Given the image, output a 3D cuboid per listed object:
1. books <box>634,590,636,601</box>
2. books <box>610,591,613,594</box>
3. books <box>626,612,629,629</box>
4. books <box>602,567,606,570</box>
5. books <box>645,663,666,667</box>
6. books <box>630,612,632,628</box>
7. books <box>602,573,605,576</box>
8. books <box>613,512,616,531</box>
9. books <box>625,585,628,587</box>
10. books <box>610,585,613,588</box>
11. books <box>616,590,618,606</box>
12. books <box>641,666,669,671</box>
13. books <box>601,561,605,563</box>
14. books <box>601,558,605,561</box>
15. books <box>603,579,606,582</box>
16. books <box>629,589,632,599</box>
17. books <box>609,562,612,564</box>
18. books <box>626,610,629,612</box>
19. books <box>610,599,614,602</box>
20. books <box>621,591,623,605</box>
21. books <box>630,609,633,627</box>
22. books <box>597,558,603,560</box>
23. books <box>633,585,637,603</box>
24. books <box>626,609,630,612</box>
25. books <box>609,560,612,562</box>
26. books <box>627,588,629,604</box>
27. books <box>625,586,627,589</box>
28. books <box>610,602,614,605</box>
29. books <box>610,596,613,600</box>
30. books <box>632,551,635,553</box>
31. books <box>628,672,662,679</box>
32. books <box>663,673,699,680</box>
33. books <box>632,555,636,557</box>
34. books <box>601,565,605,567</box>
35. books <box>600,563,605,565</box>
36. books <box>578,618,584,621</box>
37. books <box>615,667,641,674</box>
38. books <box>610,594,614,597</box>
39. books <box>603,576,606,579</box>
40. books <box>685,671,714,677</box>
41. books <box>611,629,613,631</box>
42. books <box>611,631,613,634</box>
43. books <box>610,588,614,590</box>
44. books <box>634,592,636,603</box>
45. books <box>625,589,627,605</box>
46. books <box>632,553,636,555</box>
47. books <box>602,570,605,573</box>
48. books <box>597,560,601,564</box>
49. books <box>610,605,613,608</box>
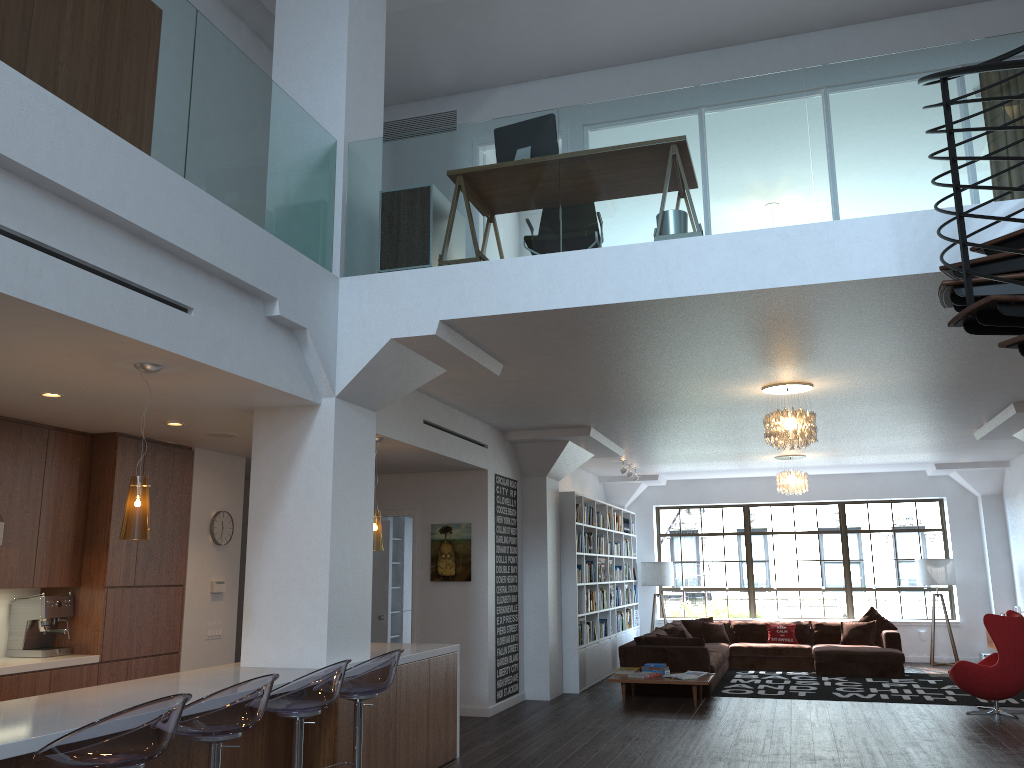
[{"bbox_3d":[1.991,3.572,14.914,0.161,0.213,0.146,-4,-13,17],"label":"books"},{"bbox_3d":[1.370,3.075,13.074,0.223,0.032,0.161,-4,-13,17],"label":"books"},{"bbox_3d":[1.774,3.776,14.162,0.183,0.253,0.037,-4,-13,17],"label":"books"},{"bbox_3d":[1.235,2.647,12.717,0.183,0.042,0.253,-4,-13,17],"label":"books"},{"bbox_3d":[1.669,3.269,10.306,0.224,0.027,0.157,-5,-13,22],"label":"books"},{"bbox_3d":[1.861,3.841,14.449,0.171,0.246,0.057,-4,-13,17],"label":"books"},{"bbox_3d":[1.212,2.731,12.696,0.180,0.042,0.259,-4,-13,17],"label":"books"},{"bbox_3d":[1.526,2.142,13.763,0.176,0.290,0.053,-4,-13,17],"label":"books"},{"bbox_3d":[1.713,3.212,14.132,0.224,0.030,0.161,-7,-13,27],"label":"books"},{"bbox_3d":[1.376,2.989,13.076,0.185,0.041,0.129,-8,-14,31],"label":"books"},{"bbox_3d":[1.500,3.231,13.374,0.174,0.243,0.085,-4,-13,17],"label":"books"},{"bbox_3d":[1.666,3.300,10.303,0.279,0.035,0.191,-7,-13,27],"label":"books"},{"bbox_3d":[1.241,2.562,12.756,0.144,0.024,0.208,-5,-13,22],"label":"books"},{"bbox_3d":[1.246,2.528,12.758,0.129,0.043,0.185,-8,-14,31],"label":"books"},{"bbox_3d":[1.240,2.808,12.678,0.171,0.039,0.246,-4,-13,17],"label":"books"},{"bbox_3d":[1.872,3.489,14.562,0.168,0.228,0.139,-4,-13,17],"label":"books"},{"bbox_3d":[1.344,2.637,13.057,0.223,0.031,0.161,-4,-13,17],"label":"books"},{"bbox_3d":[1.776,3.774,14.224,0.198,0.284,0.066,-4,-13,17],"label":"books"},{"bbox_3d":[1.360,3.195,13.068,0.259,0.040,0.180,-4,-13,17],"label":"books"},{"bbox_3d":[1.641,3.334,13.809,0.161,0.222,0.084,-4,-13,17],"label":"books"},{"bbox_3d":[1.883,3.836,14.532,0.176,0.290,0.053,-4,-13,17],"label":"books"},{"bbox_3d":[1.132,2.440,12.352,0.223,0.027,0.161,-6,-13,26],"label":"books"},{"bbox_3d":[2.022,3.552,15.017,0.176,0.290,0.053,-4,-13,17],"label":"books"},{"bbox_3d":[1.838,3.788,14.322,0.140,0.298,0.044,-4,-13,17],"label":"books"},{"bbox_3d":[1.346,2.609,13.071,0.224,0.030,0.161,-7,-13,27],"label":"books"},{"bbox_3d":[1.805,3.432,14.355,0.183,0.253,0.042,-4,-13,17],"label":"books"},{"bbox_3d":[1.711,3.240,14.118,0.223,0.031,0.161,-4,-13,17],"label":"books"},{"bbox_3d":[1.357,3.227,13.036,0.251,0.037,0.160,-5,-13,22],"label":"books"},{"bbox_3d":[1.369,3.150,13.060,0.231,0.044,0.168,-3,-12,12],"label":"books"},{"bbox_3d":[1.931,2.842,14.997,0.174,0.032,0.254,9,-15,-37],"label":"books"},{"bbox_3d":[1.482,3.261,9.935,0.236,0.035,0.340,-11,-16,41],"label":"books"},{"bbox_3d":[1.863,3.230,9.810,0.231,0.040,0.342,7,-14,-32],"label":"books"},{"bbox_3d":[1.931,2.908,14.988,0.197,0.035,0.284,10,-16,-42],"label":"books"},{"bbox_3d":[1.231,2.614,12.732,0.161,0.033,0.223,-4,-13,17],"label":"books"},{"bbox_3d":[1.223,2.591,12.765,0.223,0.027,0.161,-2,-12,7],"label":"books"},{"bbox_3d":[0.771,2.934,11.048,0.223,0.027,0.161,-6,-13,26],"label":"books"},{"bbox_3d":[1.349,3.340,10.328,0.241,0.045,0.334,-4,-13,18],"label":"books"},{"bbox_3d":[1.362,3.108,13.062,0.253,0.040,0.183,-4,-13,17],"label":"books"},{"bbox_3d":[1.237,2.769,12.685,0.160,0.039,0.251,-5,-13,22],"label":"books"},{"bbox_3d":[2.113,3.287,10.086,0.256,0.035,0.350,-11,-16,41],"label":"books"},{"bbox_3d":[1.318,3.588,12.938,0.284,0.033,0.197,-1,-12,2],"label":"books"},{"bbox_3d":[1.319,3.621,12.931,0.284,0.035,0.197,-4,-13,17],"label":"books"},{"bbox_3d":[1.382,3.021,13.074,0.208,0.024,0.144,-5,-13,22],"label":"books"},{"bbox_3d":[1.981,3.561,14.865,0.161,0.213,0.118,-4,-13,17],"label":"books"},{"bbox_3d":[1.723,3.373,14.078,0.174,0.251,0.051,-4,-13,17],"label":"books"},{"bbox_3d":[1.930,2.875,14.995,0.284,0.033,0.197,-8,-14,31],"label":"books"},{"bbox_3d":[1.229,2.690,12.715,0.168,0.045,0.231,-3,-12,12],"label":"books"},{"bbox_3d":[1.131,2.481,12.367,0.174,0.045,0.240,-4,-13,16],"label":"books"},{"bbox_3d":[1.358,3.264,13.025,0.246,0.038,0.171,-4,-13,17],"label":"books"}]
